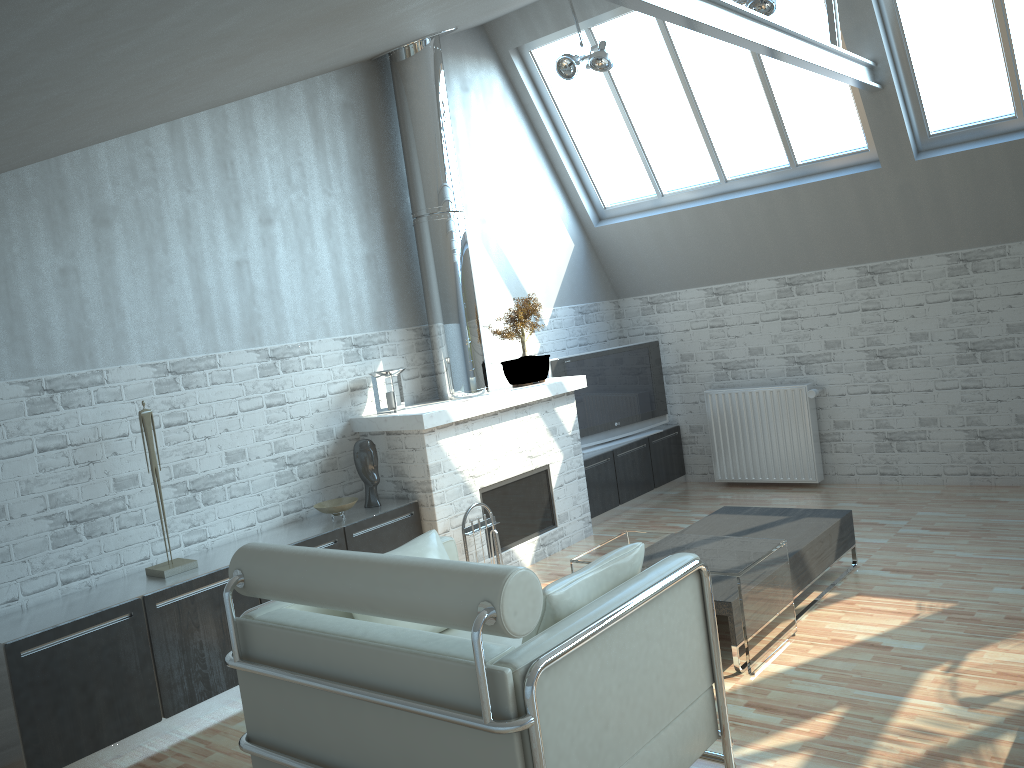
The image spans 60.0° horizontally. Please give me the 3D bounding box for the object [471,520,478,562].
[{"bbox_3d":[-0.362,2.027,10.277,0.146,0.916,0.131,-4,5,40],"label":"object"}]

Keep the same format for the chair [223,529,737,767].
[{"bbox_3d":[-0.227,1.852,5.792,2.507,2.001,2.201,-4,5,40],"label":"chair"}]

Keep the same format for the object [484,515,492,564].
[{"bbox_3d":[-0.263,1.966,10.498,0.025,0.855,0.025,-10,5,-28],"label":"object"}]

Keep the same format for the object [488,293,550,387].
[{"bbox_3d":[0.076,-0.608,12.216,0.572,1.265,1.115,-4,6,43],"label":"object"}]

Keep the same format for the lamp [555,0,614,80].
[{"bbox_3d":[0.831,-4.649,11.607,0.808,1.172,0.619,-4,6,44],"label":"lamp"}]

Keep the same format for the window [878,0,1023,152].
[{"bbox_3d":[6.510,-4.486,9.606,4.651,2.787,1.897,-4,5,40],"label":"window"}]

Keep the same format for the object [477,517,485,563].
[{"bbox_3d":[-0.275,2.014,10.390,0.145,0.932,0.065,-6,4,21],"label":"object"}]

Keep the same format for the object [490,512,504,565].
[{"bbox_3d":[-0.191,1.958,10.586,0.155,0.873,0.026,-4,6,41],"label":"object"}]

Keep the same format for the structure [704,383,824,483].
[{"bbox_3d":[4.065,0.796,14.125,1.892,1.524,0.508,-4,5,40],"label":"structure"}]

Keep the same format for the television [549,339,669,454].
[{"bbox_3d":[1.538,0.192,14.316,2.577,1.514,0.592,-11,5,-40],"label":"television"}]

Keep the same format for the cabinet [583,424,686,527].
[{"bbox_3d":[1.607,1.459,14.380,0.908,1.016,3.234,-4,5,40],"label":"cabinet"}]

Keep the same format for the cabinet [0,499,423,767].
[{"bbox_3d":[-2.785,2.343,8.975,0.914,1.270,4.572,-4,5,40],"label":"cabinet"}]

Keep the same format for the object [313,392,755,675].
[{"bbox_3d":[0.068,1.294,8.972,4.859,2.558,1.528,-5,5,39],"label":"object"}]

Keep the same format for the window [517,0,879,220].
[{"bbox_3d":[2.604,-4.181,12.840,4.651,2.787,1.897,-4,5,40],"label":"window"}]

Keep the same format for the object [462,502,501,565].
[{"bbox_3d":[-0.359,1.962,10.515,0.412,1.124,0.584,-4,5,40],"label":"object"}]

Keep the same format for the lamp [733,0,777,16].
[{"bbox_3d":[2.531,-4.782,10.199,0.808,1.172,0.619,-4,6,44],"label":"lamp"}]

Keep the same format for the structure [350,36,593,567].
[{"bbox_3d":[-0.667,-1.137,11.625,1.309,7.180,3.302,-4,5,40],"label":"structure"}]

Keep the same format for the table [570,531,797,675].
[{"bbox_3d":[1.584,1.968,8.275,1.726,0.867,1.015,-4,5,40],"label":"table"}]
